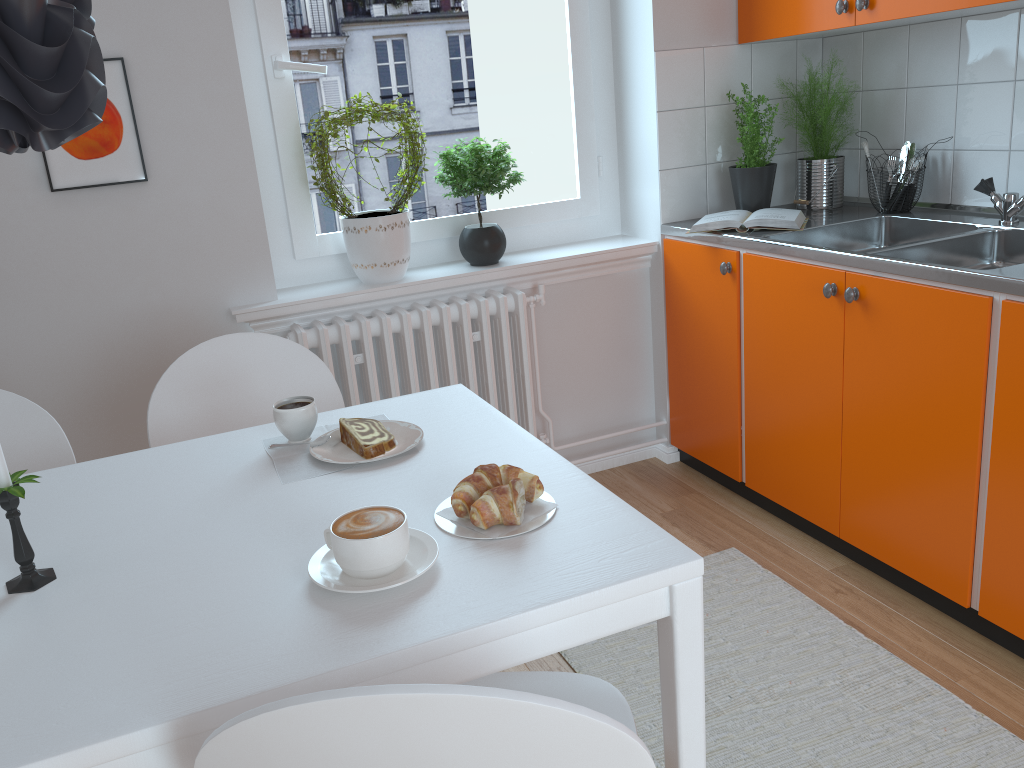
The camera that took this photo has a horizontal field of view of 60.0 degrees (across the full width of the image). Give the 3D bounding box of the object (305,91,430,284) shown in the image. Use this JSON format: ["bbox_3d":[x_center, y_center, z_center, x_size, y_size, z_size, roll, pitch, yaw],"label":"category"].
[{"bbox_3d":[-0.434,-0.601,2.725,0.380,0.572,0.220,-19,22,-38],"label":"object"}]

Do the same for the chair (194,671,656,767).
[{"bbox_3d":[-0.050,0.556,1.128,0.505,0.867,0.646,-4,17,4],"label":"chair"}]

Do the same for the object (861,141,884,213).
[{"bbox_3d":[1.122,-0.644,2.760,0.018,0.217,0.100,-12,18,-21],"label":"object"}]

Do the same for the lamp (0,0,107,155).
[{"bbox_3d":[-0.554,-0.950,0.686,0.169,1.500,0.170,-6,17,-4],"label":"lamp"}]

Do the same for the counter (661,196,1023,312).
[{"bbox_3d":[1.426,-0.177,1.705,0.672,0.132,3.156,-12,19,-20],"label":"counter"}]

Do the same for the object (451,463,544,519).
[{"bbox_3d":[-0.027,0.141,1.216,0.130,0.059,0.070,-12,18,-20],"label":"object"}]

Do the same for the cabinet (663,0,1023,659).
[{"bbox_3d":[1.380,-0.511,1.596,0.695,2.339,3.157,-12,18,-20],"label":"cabinet"}]

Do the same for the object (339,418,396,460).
[{"bbox_3d":[-0.236,0.084,1.488,0.074,0.043,0.130,-15,20,-27],"label":"object"}]

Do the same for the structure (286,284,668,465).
[{"bbox_3d":[0.104,-0.023,3.009,1.641,0.658,0.208,-12,18,-19],"label":"structure"}]

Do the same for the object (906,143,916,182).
[{"bbox_3d":[1.231,-0.642,2.745,0.023,0.197,0.074,6,20,31],"label":"object"}]

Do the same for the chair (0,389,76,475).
[{"bbox_3d":[-0.960,0.493,1.610,0.499,0.867,0.654,-13,19,-25],"label":"chair"}]

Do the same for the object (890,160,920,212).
[{"bbox_3d":[1.193,-0.599,2.688,0.080,0.157,0.020,7,21,35],"label":"object"}]

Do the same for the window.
[{"bbox_3d":[-0.261,-1.333,2.733,1.270,1.921,0.112,-12,18,-19],"label":"window"}]

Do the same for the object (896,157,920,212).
[{"bbox_3d":[1.210,-0.609,2.711,0.070,0.162,0.020,-10,18,-16],"label":"object"}]

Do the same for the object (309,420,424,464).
[{"bbox_3d":[-0.244,0.100,1.492,0.190,0.012,0.194,-13,19,-22],"label":"object"}]

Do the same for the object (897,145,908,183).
[{"bbox_3d":[1.210,-0.642,2.761,0.025,0.192,0.087,6,21,34],"label":"object"}]

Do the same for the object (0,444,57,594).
[{"bbox_3d":[-0.634,0.114,1.100,0.080,0.297,0.079,1,18,18],"label":"object"}]

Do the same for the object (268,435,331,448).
[{"bbox_3d":[-0.360,0.098,1.507,0.131,0.027,0.027,4,19,28],"label":"object"}]

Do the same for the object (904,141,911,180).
[{"bbox_3d":[1.222,-0.652,2.771,0.054,0.202,0.026,-18,21,-36],"label":"object"}]

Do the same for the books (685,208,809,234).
[{"bbox_3d":[0.733,-0.508,2.752,0.346,0.039,0.230,2,19,23],"label":"books"}]

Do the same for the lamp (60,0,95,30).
[{"bbox_3d":[-0.751,-1.182,1.078,0.167,1.500,0.172,-15,19,-28],"label":"lamp"}]

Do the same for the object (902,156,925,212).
[{"bbox_3d":[1.215,-0.604,2.687,0.055,0.165,0.020,11,23,43],"label":"object"}]

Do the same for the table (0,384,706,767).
[{"bbox_3d":[-0.488,0.590,1.318,1.262,0.768,0.844,-12,18,-20],"label":"table"}]

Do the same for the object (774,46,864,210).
[{"bbox_3d":[1.003,-0.824,2.877,0.279,0.509,0.330,-13,19,-24],"label":"object"}]

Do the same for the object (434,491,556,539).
[{"bbox_3d":[-0.023,0.173,1.210,0.168,0.005,0.166,1,19,21],"label":"object"}]

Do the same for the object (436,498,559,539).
[{"bbox_3d":[-0.019,0.171,1.208,0.121,0.005,0.122,-20,23,-39],"label":"object"}]

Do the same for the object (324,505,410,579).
[{"bbox_3d":[-0.173,0.193,1.076,0.098,0.063,0.095,-11,18,-17],"label":"object"}]

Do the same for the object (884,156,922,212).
[{"bbox_3d":[1.213,-0.635,2.726,0.132,0.198,0.077,-19,22,-38],"label":"object"}]

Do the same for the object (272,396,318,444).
[{"bbox_3d":[-0.373,0.064,1.547,0.077,0.070,0.083,4,19,27],"label":"object"}]

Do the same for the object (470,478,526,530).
[{"bbox_3d":[-0.019,0.156,1.164,0.074,0.059,0.060,-5,17,1],"label":"object"}]

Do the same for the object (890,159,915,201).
[{"bbox_3d":[1.204,-0.618,2.750,0.084,0.152,0.021,-9,17,-13],"label":"object"}]

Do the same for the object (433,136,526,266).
[{"bbox_3d":[-0.108,-0.593,2.870,0.313,0.405,0.269,4,19,28],"label":"object"}]

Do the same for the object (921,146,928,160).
[{"bbox_3d":[1.225,-0.626,2.697,0.023,0.197,0.076,-20,23,-41],"label":"object"}]

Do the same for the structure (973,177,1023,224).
[{"bbox_3d":[1.339,-0.492,2.381,0.048,0.116,0.204,-12,18,-20],"label":"structure"}]

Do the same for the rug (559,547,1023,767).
[{"bbox_3d":[0.670,0.748,1.718,0.671,0.009,1.701,-12,19,-20],"label":"rug"}]

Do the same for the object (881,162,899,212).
[{"bbox_3d":[1.182,-0.617,2.768,0.107,0.145,0.019,-19,22,-38],"label":"object"}]

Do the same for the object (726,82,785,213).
[{"bbox_3d":[0.780,-0.754,2.871,0.156,0.430,0.192,-4,17,3],"label":"object"}]

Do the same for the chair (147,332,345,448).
[{"bbox_3d":[-0.425,0.370,1.830,0.499,0.867,0.655,-15,20,-29],"label":"chair"}]

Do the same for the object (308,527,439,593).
[{"bbox_3d":[-0.168,0.220,1.085,0.160,0.020,0.161,-7,18,-6],"label":"object"}]

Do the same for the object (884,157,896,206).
[{"bbox_3d":[1.184,-0.631,2.786,0.021,0.162,0.069,8,21,36],"label":"object"}]

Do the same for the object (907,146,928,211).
[{"bbox_3d":[1.239,-0.627,2.710,0.060,0.189,0.017,-5,17,0],"label":"object"}]

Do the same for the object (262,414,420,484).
[{"bbox_3d":[-0.297,0.104,1.510,0.226,0.003,0.231,-12,19,-20],"label":"object"}]

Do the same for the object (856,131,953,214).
[{"bbox_3d":[1.187,-0.650,2.716,0.335,0.243,0.171,12,24,44],"label":"object"}]

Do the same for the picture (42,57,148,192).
[{"bbox_3d":[-1.128,-0.688,2.353,0.243,0.321,0.017,-12,18,-19],"label":"picture"}]
